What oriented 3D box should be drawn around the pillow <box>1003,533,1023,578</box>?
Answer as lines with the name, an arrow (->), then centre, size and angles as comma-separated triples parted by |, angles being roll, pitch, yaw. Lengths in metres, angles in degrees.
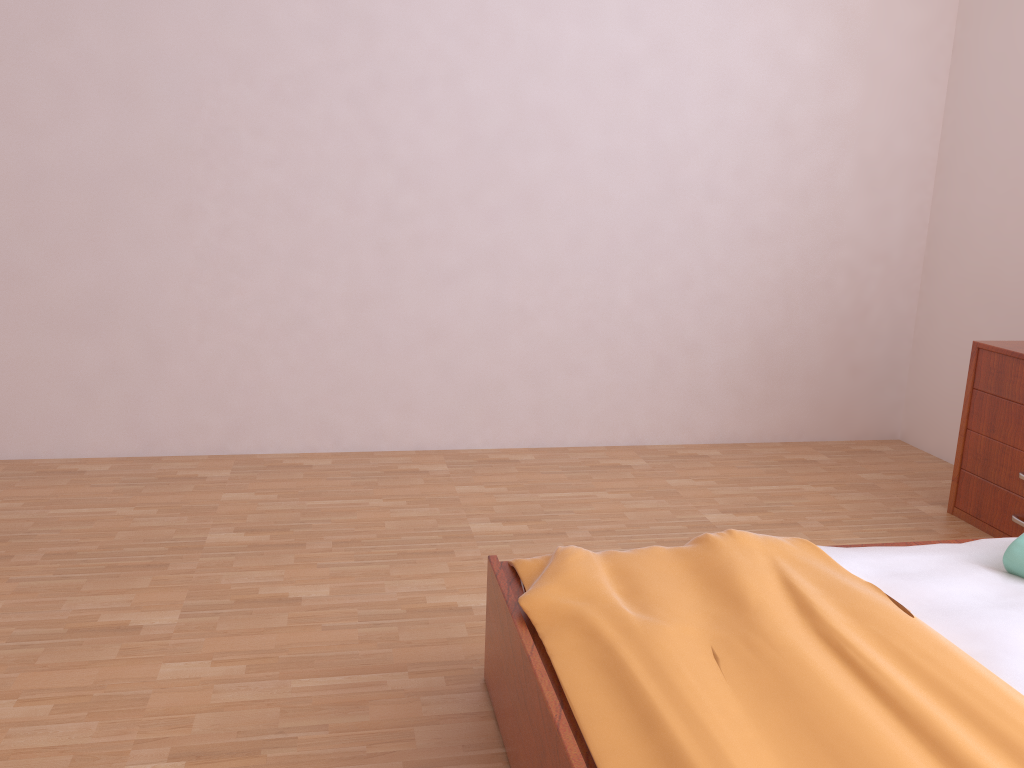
pillow -> 1.293, 0.378, 1.800 | 0.334, 0.164, 0.425 | -7, 15, -34

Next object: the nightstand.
nightstand -> 1.831, 0.246, 2.746 | 0.428, 0.626, 0.815 | 0, 13, -11

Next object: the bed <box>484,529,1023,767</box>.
bed -> 1.072, 0.555, 1.375 | 1.990, 0.560, 1.632 | 0, 13, -11
